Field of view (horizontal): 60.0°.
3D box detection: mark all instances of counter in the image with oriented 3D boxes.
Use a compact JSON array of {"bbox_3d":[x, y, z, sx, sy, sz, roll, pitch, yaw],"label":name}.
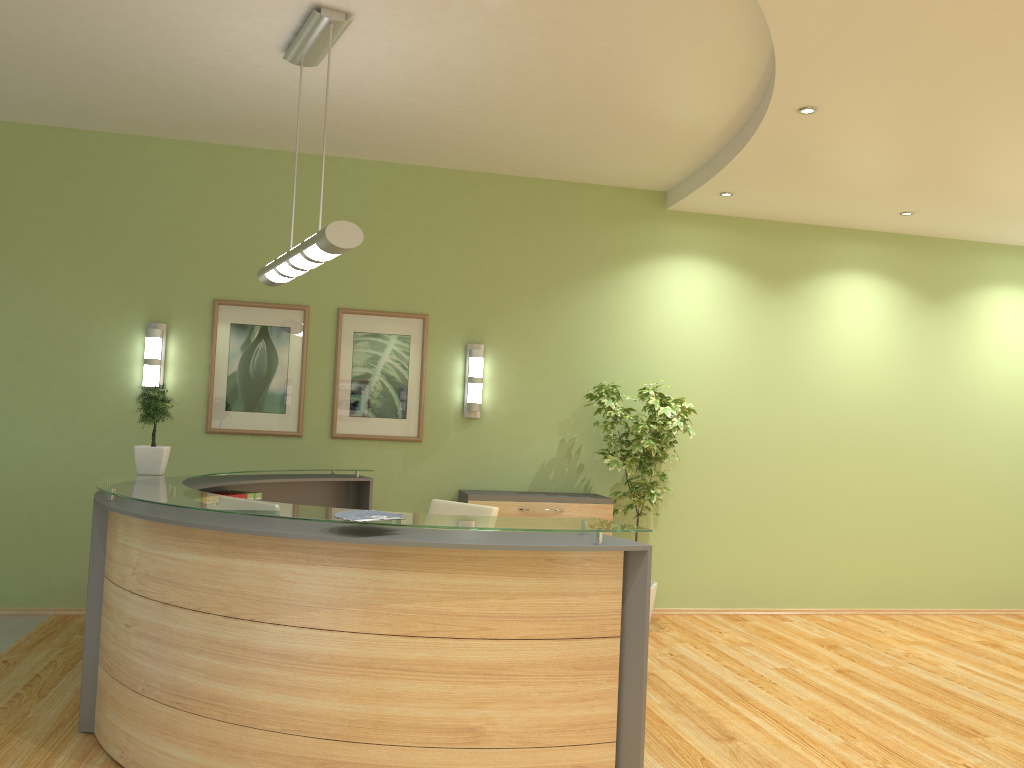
[{"bbox_3d":[-1.128,0.562,4.545,1.837,0.078,3.674,4,-3,-27],"label":"counter"}]

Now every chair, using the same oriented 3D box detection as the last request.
[{"bbox_3d":[-0.490,1.177,4.768,0.584,1.048,0.652,0,-3,41],"label":"chair"}]

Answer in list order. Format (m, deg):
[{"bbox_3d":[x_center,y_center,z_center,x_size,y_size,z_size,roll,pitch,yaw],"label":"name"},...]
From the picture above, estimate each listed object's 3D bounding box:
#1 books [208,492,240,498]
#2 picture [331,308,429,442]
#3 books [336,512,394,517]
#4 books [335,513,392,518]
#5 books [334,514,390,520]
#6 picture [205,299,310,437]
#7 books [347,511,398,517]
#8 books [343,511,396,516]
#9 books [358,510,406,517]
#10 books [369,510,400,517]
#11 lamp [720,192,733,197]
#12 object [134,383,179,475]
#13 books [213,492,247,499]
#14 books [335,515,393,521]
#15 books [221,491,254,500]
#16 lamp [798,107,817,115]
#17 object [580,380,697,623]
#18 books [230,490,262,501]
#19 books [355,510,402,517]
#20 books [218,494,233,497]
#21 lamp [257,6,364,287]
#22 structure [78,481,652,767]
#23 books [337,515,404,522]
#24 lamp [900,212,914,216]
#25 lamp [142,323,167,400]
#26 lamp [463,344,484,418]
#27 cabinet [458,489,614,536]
[{"bbox_3d":[-1.804,0.820,5.498,0.231,0.282,0.063,2,-3,22],"label":"books"},{"bbox_3d":[-1.015,-0.065,6.841,0.700,1.000,0.025,3,-3,-12],"label":"picture"},{"bbox_3d":[-0.551,0.495,3.336,0.210,0.004,0.150,3,-3,-7],"label":"books"},{"bbox_3d":[-0.548,0.494,3.318,0.210,0.004,0.150,3,-3,-17],"label":"books"},{"bbox_3d":[-0.541,0.493,3.301,0.210,0.004,0.150,4,-3,-27],"label":"books"},{"bbox_3d":[-1.903,-0.115,6.649,0.700,1.000,0.025,3,-3,-12],"label":"picture"},{"bbox_3d":[-0.550,0.496,3.373,0.210,0.004,0.150,2,-3,13],"label":"books"},{"bbox_3d":[-0.552,0.495,3.354,0.210,0.004,0.150,3,-3,3],"label":"books"},{"bbox_3d":[-0.536,0.499,3.406,0.210,0.004,0.150,1,-3,33],"label":"books"},{"bbox_3d":[-0.524,0.500,3.421,0.210,0.004,0.150,0,-3,43],"label":"books"},{"bbox_3d":[1.651,-1.459,6.827,0.105,0.011,0.105,5,-4,-45],"label":"lamp"},{"bbox_3d":[-1.979,0.245,4.893,0.216,0.507,0.230,2,-3,14],"label":"object"},{"bbox_3d":[-1.784,0.822,5.543,0.233,0.282,0.062,2,-3,12],"label":"books"},{"bbox_3d":[-0.531,0.493,3.286,0.210,0.004,0.150,5,-3,-37],"label":"books"},{"bbox_3d":[-1.748,0.828,5.634,0.231,0.282,0.063,1,-3,29],"label":"books"},{"bbox_3d":[1.666,-1.539,4.999,0.105,0.011,0.105,4,-3,-22],"label":"lamp"},{"bbox_3d":[0.970,0.908,6.876,0.916,1.905,0.649,4,-3,-24],"label":"object"},{"bbox_3d":[-1.716,0.832,5.696,0.231,0.282,0.063,1,-3,30],"label":"books"},{"bbox_3d":[-0.544,0.497,3.390,0.210,0.004,0.150,2,-3,23],"label":"books"},{"bbox_3d":[-1.825,0.816,5.432,0.231,0.282,0.063,2,-3,22],"label":"books"},{"bbox_3d":[-1.054,-1.213,4.619,0.197,1.249,1.470,4,-3,-27],"label":"lamp"},{"bbox_3d":[-1.155,1.124,4.520,1.837,1.049,3.673,4,-3,-27],"label":"structure"},{"bbox_3d":[-0.518,0.493,3.272,0.150,0.004,0.210,0,-3,43],"label":"books"},{"bbox_3d":[3.186,-1.373,7.159,0.105,0.011,0.105,5,-4,-45],"label":"lamp"},{"bbox_3d":[-2.603,-0.157,6.438,0.134,0.580,0.142,3,-3,-12],"label":"lamp"},{"bbox_3d":[-0.292,-0.027,6.937,0.134,0.580,0.142,3,-3,-12],"label":"lamp"},{"bbox_3d":[0.158,1.329,6.787,1.115,0.966,0.501,3,-3,-12],"label":"cabinet"}]
